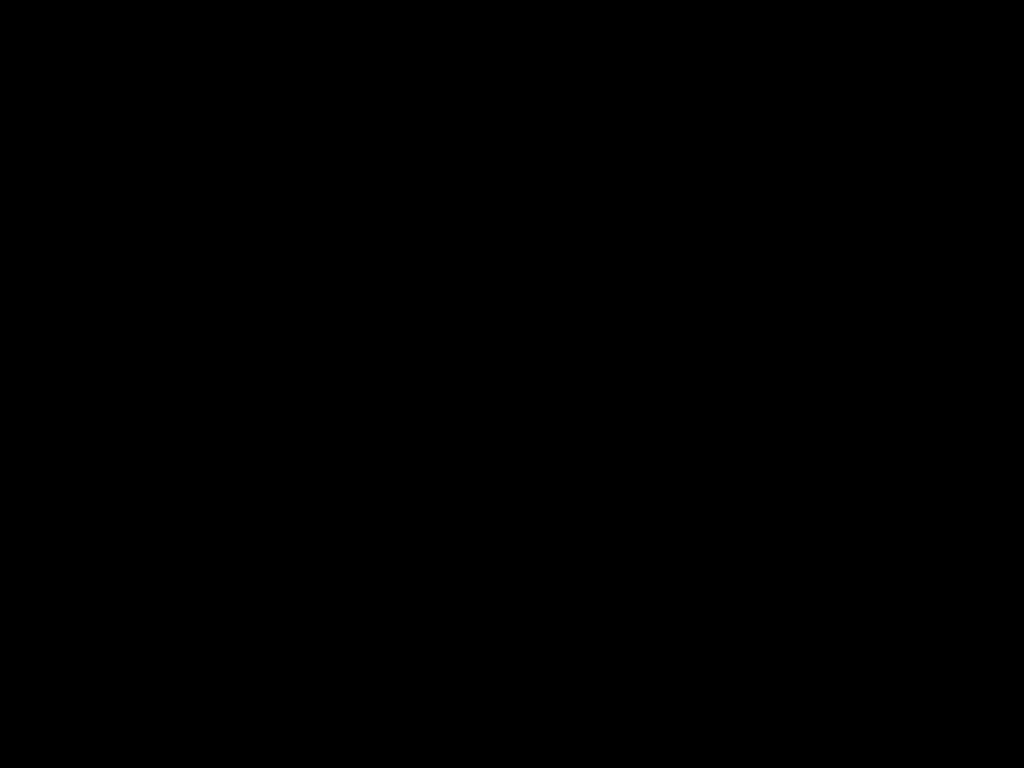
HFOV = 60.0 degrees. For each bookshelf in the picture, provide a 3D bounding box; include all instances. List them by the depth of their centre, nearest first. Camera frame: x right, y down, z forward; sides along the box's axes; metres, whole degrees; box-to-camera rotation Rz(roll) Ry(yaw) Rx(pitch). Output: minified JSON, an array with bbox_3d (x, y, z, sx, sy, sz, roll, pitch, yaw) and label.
[{"bbox_3d":[-0.569,0.120,2.806,1.495,0.303,0.643,-5,-2,-18],"label":"bookshelf"}]

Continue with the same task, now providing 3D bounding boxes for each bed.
[{"bbox_3d":[-0.033,-0.337,1.087,2.087,0.994,3.009,-5,-2,-18],"label":"bed"}]

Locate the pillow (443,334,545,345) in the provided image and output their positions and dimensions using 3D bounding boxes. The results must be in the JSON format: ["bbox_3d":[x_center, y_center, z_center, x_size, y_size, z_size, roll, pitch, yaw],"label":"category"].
[{"bbox_3d":[-0.215,-0.182,2.680,0.470,0.241,0.498,-7,-3,36],"label":"pillow"}]
